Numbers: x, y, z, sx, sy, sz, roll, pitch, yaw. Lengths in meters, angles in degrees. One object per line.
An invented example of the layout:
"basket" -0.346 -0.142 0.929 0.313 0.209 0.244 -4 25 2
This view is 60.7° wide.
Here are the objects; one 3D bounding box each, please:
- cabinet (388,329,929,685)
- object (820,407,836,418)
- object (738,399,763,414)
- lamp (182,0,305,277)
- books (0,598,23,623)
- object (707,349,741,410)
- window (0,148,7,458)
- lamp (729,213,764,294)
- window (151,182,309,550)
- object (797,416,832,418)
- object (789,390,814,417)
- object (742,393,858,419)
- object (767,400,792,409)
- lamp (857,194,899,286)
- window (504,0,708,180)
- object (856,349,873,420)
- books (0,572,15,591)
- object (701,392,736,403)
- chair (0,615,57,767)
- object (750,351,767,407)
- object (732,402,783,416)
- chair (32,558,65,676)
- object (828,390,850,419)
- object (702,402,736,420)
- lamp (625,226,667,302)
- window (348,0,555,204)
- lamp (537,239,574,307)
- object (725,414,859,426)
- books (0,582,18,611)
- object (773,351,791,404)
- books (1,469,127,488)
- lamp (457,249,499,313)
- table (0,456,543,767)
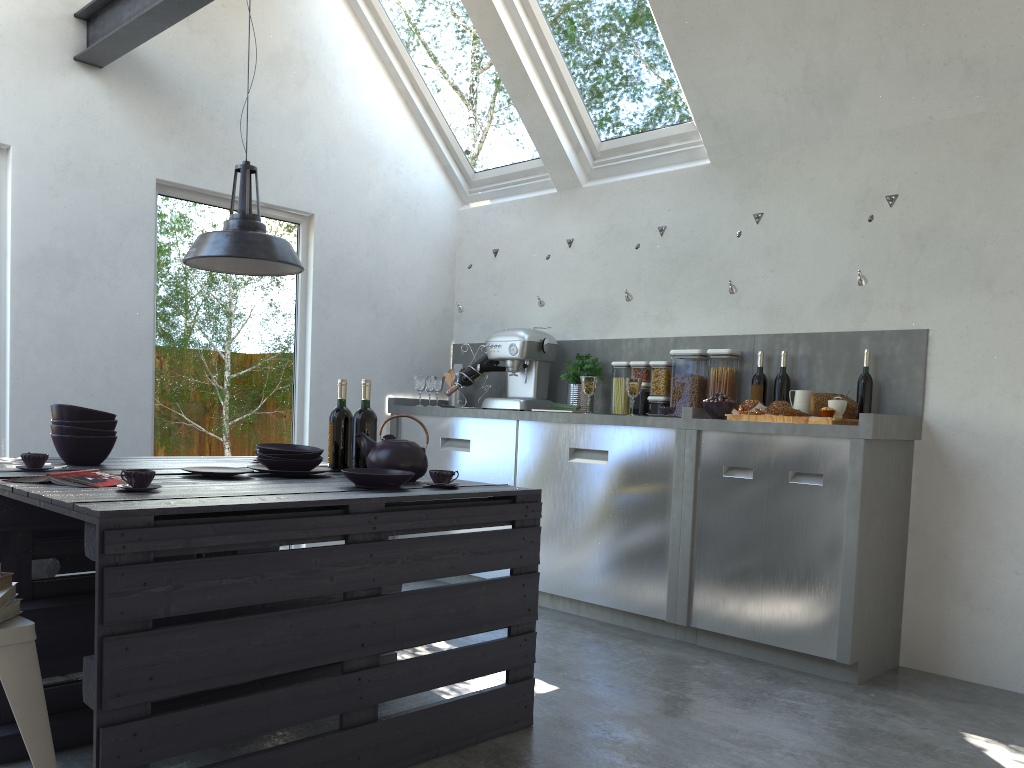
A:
"cabinet" 0.484 0.475 4.653 3.020 1.483 0.534 2 1 44
"object" 1.309 0.118 3.628 0.062 0.046 0.056 3 0 29
"object" 1.097 0.108 3.992 0.118 0.077 0.119 3 0 -3
"lamp" -0.936 -0.965 3.096 0.456 1.101 0.404 5 4 44
"books" -1.339 0.536 2.063 0.286 0.035 0.196 2 -2 1
"object" 1.051 0.008 4.371 0.135 0.356 0.120 5 4 43
"window" -2.658 -0.014 3.684 0.062 2.138 0.926 6 4 44
"lamp" 1.120 -0.631 4.185 0.062 0.437 0.320 5 3 33
"window" -1.564 0.070 4.815 0.062 2.138 0.926 6 4 44
"object" 1.254 0.138 3.638 0.020 0.003 0.202 3 -2 -24
"object" 1.290 0.088 3.883 0.086 0.120 0.084 2 2 -24
"object" 1.244 0.089 3.801 0.469 0.112 0.122 2 0 16
"object" 1.215 0.112 3.964 0.118 0.077 0.119 3 0 -3
"lamp" 1.559 -0.624 3.758 0.063 0.439 0.312 6 4 44
"window" 0.360 -1.891 4.328 0.880 1.395 1.389 5 2 44
"object" 1.566 0.020 3.884 0.058 0.346 0.066 0 4 -43
"books" -1.341 0.468 2.062 0.258 0.032 0.172 2 -2 6
"object" 0.941 0.074 3.968 0.168 0.095 0.134 2 0 30
"chair" -1.355 0.808 2.063 0.445 0.506 0.411 4 2 39
"object" 1.197 0.015 4.238 0.077 0.346 0.068 5 4 37
"object" 1.134 0.114 3.968 0.192 0.059 0.204 3 -2 -26
"chair" -1.884 0.643 2.813 0.751 0.822 0.713 2 1 -16
"object" 1.360 0.084 3.656 0.073 0.121 0.072 3 2 -1
"object" 0.938 0.124 3.971 0.148 0.079 0.145 3 -1 2
"lamp" 0.690 -0.636 4.592 0.063 0.439 0.312 6 4 44
"window" -0.391 -1.894 5.059 0.880 1.402 1.396 5 2 44
"lamp" 0.251 -0.643 5.019 0.062 0.437 0.320 5 3 33
"object" 1.223 0.157 3.806 0.498 0.028 0.289 1 -2 44
"books" -1.338 0.501 2.061 0.277 0.034 0.202 3 -2 -14
"object" 1.284 0.016 4.155 0.068 0.346 0.076 0 4 -43
"books" -1.245 0.263 2.487 0.313 0.030 0.217 2 -2 13
"lamp" -0.218 -0.650 5.464 0.063 0.439 0.312 6 4 44
"table" -1.012 0.698 2.985 1.697 0.800 1.416 2 -1 44
